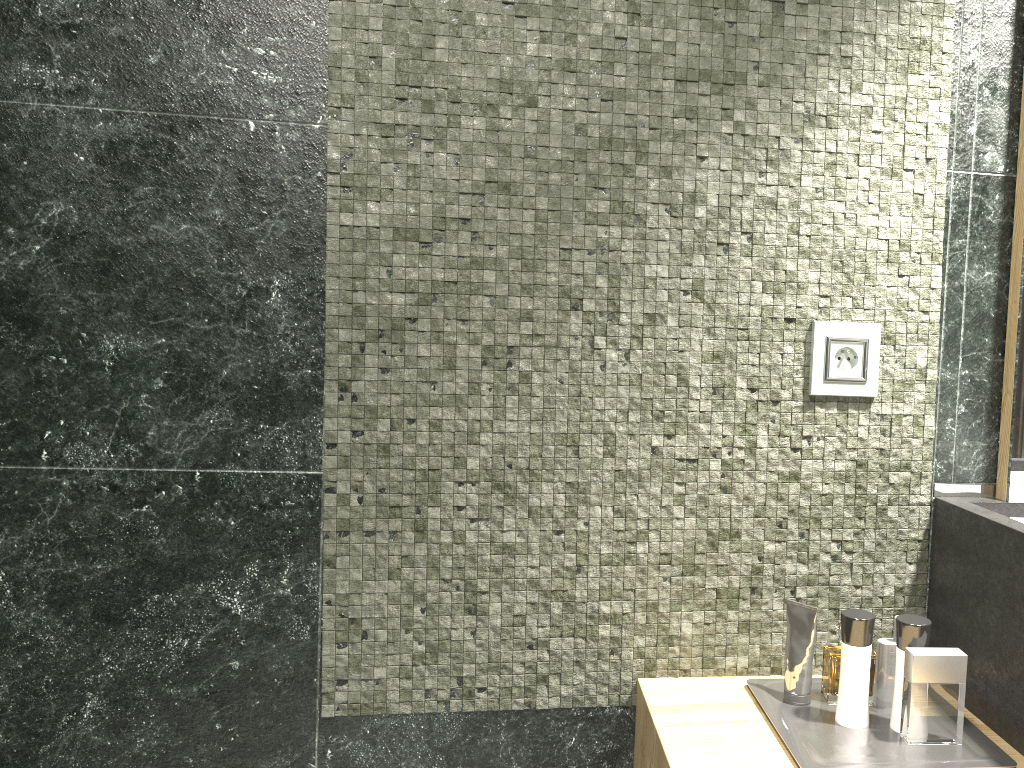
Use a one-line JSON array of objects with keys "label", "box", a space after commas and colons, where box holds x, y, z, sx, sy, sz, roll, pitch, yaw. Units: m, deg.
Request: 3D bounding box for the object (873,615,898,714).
[{"label": "object", "box": [0.629, 0.453, 1.414, 0.086, 0.153, 0.031, 2, 3, -7]}]

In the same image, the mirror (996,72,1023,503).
[{"label": "mirror", "box": [1.247, -0.566, 1.574, 0.693, 1.575, 0.041, 2, 3, -9]}]

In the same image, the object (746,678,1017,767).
[{"label": "object", "box": [0.556, 0.526, 1.361, 0.322, 0.011, 0.312, 2, 4, -4]}]

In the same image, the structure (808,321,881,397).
[{"label": "structure", "box": [0.579, -0.043, 1.517, 0.126, 0.128, 0.016, 2, 3, -9]}]

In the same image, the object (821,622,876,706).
[{"label": "object", "box": [0.559, 0.457, 1.442, 0.084, 0.133, 0.057, 2, 3, -1]}]

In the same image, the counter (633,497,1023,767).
[{"label": "counter", "box": [0.879, 0.753, 1.303, 1.352, 1.051, 0.631, 2, 3, -7]}]

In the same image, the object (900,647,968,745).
[{"label": "object", "box": [0.631, 0.467, 1.308, 0.085, 0.136, 0.031, 2, 3, -4]}]

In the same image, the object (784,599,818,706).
[{"label": "object", "box": [0.471, 0.439, 1.430, 0.045, 0.163, 0.045, 2, 3, 2]}]

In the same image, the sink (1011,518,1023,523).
[{"label": "sink", "box": [1.164, 0.223, 1.325, 0.737, 0.408, 0.533, 2, 4, -6]}]
